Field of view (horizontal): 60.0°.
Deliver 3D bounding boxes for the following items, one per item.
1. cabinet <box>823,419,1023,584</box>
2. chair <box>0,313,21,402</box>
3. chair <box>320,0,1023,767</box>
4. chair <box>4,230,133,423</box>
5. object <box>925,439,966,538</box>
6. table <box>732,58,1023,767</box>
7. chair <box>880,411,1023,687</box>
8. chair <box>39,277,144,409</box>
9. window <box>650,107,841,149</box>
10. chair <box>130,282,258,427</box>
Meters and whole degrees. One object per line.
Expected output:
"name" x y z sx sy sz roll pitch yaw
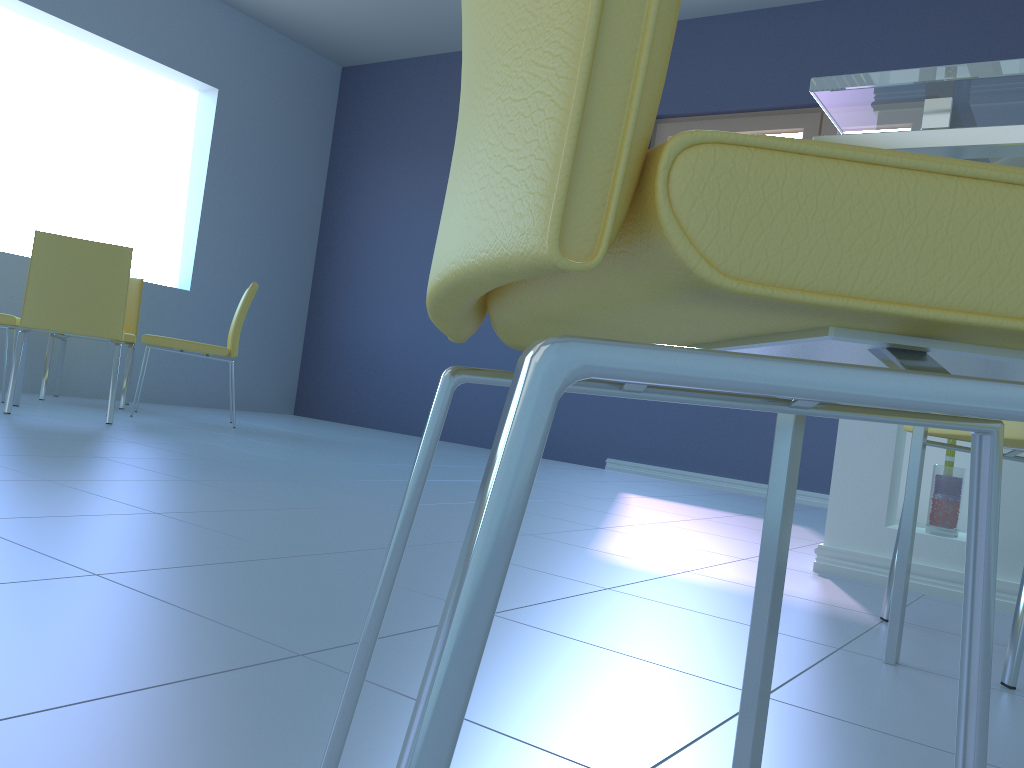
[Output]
"cabinet" 2.125 0.234 2.499 2.139 0.800 2.200 7 -1 34
"chair" -2.437 -0.305 3.897 0.484 0.695 0.387 8 -1 -25
"chair" 0.153 -0.028 0.412 0.484 0.695 0.387 8 -1 -8
"chair" -1.776 -0.222 3.595 0.387 0.695 0.484 8 -1 -25
"object" 0.988 0.130 1.997 0.067 0.423 0.229 8 -1 -25
"table" 0.885 0.135 0.690 1.173 0.590 0.730 7 -1 34
"chair" 0.951 0.101 1.410 0.484 0.695 0.387 8 -1 -3
"chair" -2.156 -0.253 4.608 0.387 0.695 0.484 8 -1 -20
"window" 1.318 -0.786 4.550 1.475 1.263 0.142 7 -1 34
"chair" -1.524 -0.172 4.288 0.484 0.699 0.387 8 -1 -20
